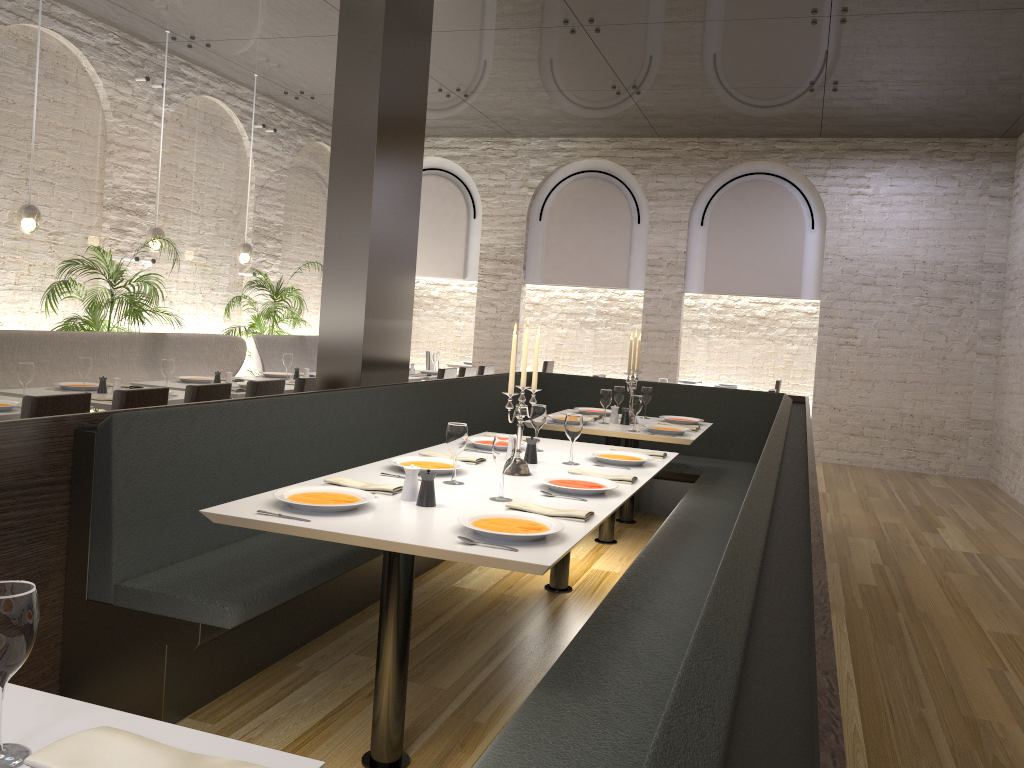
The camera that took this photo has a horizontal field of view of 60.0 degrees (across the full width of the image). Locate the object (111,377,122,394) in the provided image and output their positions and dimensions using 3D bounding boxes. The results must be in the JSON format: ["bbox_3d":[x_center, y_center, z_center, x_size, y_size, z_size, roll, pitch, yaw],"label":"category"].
[{"bbox_3d":[-2.541,0.008,5.699,0.059,0.109,0.059,4,2,10],"label":"object"}]

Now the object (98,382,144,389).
[{"bbox_3d":[-2.712,0.013,6.138,0.273,0.033,0.143,5,4,18],"label":"object"}]

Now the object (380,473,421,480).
[{"bbox_3d":[-0.424,0.359,3.435,0.185,0.010,0.017,5,3,18],"label":"object"}]

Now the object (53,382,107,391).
[{"bbox_3d":[-2.835,0.019,5.818,0.321,0.036,0.322,4,4,-4],"label":"object"}]

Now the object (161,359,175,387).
[{"bbox_3d":[-2.304,-0.050,5.917,0.086,0.230,0.087,3,2,-30],"label":"object"}]

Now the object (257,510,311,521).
[{"bbox_3d":[-0.682,0.394,2.652,0.185,0.010,0.017,5,3,18],"label":"object"}]

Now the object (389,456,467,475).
[{"bbox_3d":[-0.347,0.341,3.641,0.322,0.036,0.321,7,5,38],"label":"object"}]

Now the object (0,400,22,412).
[{"bbox_3d":[-2.689,0.115,4.546,0.322,0.036,0.322,4,4,1],"label":"object"}]

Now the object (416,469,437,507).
[{"bbox_3d":[-0.284,0.348,2.966,0.069,0.126,0.069,2,3,-41],"label":"object"}]

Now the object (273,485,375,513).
[{"bbox_3d":[-0.605,0.376,2.856,0.322,0.036,0.322,5,4,16],"label":"object"}]

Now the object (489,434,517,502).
[{"bbox_3d":[-0.032,0.297,3.144,0.086,0.230,0.087,3,2,-30],"label":"object"}]

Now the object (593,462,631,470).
[{"bbox_3d":[0.457,0.375,4.073,0.181,0.015,0.038,5,4,20],"label":"object"}]

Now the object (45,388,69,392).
[{"bbox_3d":[-2.897,0.037,5.646,0.185,0.010,0.017,5,3,18],"label":"object"}]

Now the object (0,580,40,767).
[{"bbox_3d":[-0.679,0.385,1.175,0.086,0.230,0.086,5,2,30],"label":"object"}]

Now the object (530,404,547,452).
[{"bbox_3d":[0.127,0.220,4.444,0.086,0.230,0.086,5,2,30],"label":"object"}]

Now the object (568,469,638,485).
[{"bbox_3d":[0.386,0.391,3.759,0.273,0.033,0.143,5,4,18],"label":"object"}]

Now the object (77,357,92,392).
[{"bbox_3d":[-2.687,-0.053,5.565,0.086,0.230,0.087,3,2,-30],"label":"object"}]

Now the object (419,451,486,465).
[{"bbox_3d":[-0.266,0.331,3.974,0.273,0.033,0.143,5,4,18],"label":"object"}]

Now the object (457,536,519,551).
[{"bbox_3d":[-0.069,0.447,2.475,0.181,0.015,0.038,5,4,20],"label":"object"}]

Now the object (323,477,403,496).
[{"bbox_3d":[-0.524,0.366,3.191,0.273,0.033,0.143,5,4,18],"label":"object"}]

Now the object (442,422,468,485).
[{"bbox_3d":[-0.217,0.267,3.399,0.086,0.230,0.086,5,2,18],"label":"object"}]

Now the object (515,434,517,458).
[{"bbox_3d":[0.011,0.294,4.066,0.069,0.126,0.069,4,2,12],"label":"object"}]

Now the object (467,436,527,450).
[{"bbox_3d":[-0.081,0.304,4.449,0.322,0.036,0.322,5,4,14],"label":"object"}]

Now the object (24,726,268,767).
[{"bbox_3d":[-0.472,0.501,1.151,0.273,0.033,0.143,5,4,18],"label":"object"}]

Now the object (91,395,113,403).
[{"bbox_3d":[-2.441,0.088,5.308,0.273,0.033,0.143,5,4,18],"label":"object"}]

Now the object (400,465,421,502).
[{"bbox_3d":[-0.346,0.339,3.038,0.069,0.126,0.069,6,3,41],"label":"object"}]

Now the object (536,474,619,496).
[{"bbox_3d":[0.253,0.396,3.442,0.322,0.036,0.321,7,5,38],"label":"object"}]

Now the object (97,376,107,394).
[{"bbox_3d":[-2.622,0.004,5.677,0.059,0.109,0.059,4,2,10],"label":"object"}]

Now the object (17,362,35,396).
[{"bbox_3d":[-2.659,-0.002,4.838,0.086,0.230,0.086,5,2,24],"label":"object"}]

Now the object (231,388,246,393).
[{"bbox_3d":[-2.075,0.038,6.421,0.273,0.033,0.143,5,4,18],"label":"object"}]

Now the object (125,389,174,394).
[{"bbox_3d":[-2.327,0.066,5.649,0.321,0.036,0.322,4,4,-4],"label":"object"}]

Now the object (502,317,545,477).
[{"bbox_3d":[0.044,0.049,3.710,0.132,0.656,0.390,5,2,29],"label":"object"}]

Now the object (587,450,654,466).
[{"bbox_3d":[0.519,0.360,4.250,0.322,0.036,0.322,5,4,14],"label":"object"}]

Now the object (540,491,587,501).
[{"bbox_3d":[0.188,0.412,3.257,0.181,0.015,0.038,5,4,20],"label":"object"}]

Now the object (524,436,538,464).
[{"bbox_3d":[0.088,0.302,4.037,0.069,0.126,0.069,4,2,12],"label":"object"}]

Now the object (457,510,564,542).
[{"bbox_3d":[-0.005,0.431,2.656,0.321,0.036,0.322,4,4,-6],"label":"object"}]

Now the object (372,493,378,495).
[{"bbox_3d":[-0.546,0.374,3.062,0.181,0.015,0.038,5,4,20],"label":"object"}]

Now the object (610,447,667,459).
[{"bbox_3d":[0.654,0.354,4.576,0.273,0.033,0.143,5,4,18],"label":"object"}]

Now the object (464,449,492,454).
[{"bbox_3d":[-0.156,0.323,4.251,0.185,0.010,0.017,5,3,18],"label":"object"}]

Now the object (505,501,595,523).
[{"bbox_3d":[0.128,0.426,2.977,0.273,0.033,0.143,5,4,18],"label":"object"}]

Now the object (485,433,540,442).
[{"bbox_3d":[0.002,0.294,4.790,0.273,0.033,0.143,5,4,18],"label":"object"}]
